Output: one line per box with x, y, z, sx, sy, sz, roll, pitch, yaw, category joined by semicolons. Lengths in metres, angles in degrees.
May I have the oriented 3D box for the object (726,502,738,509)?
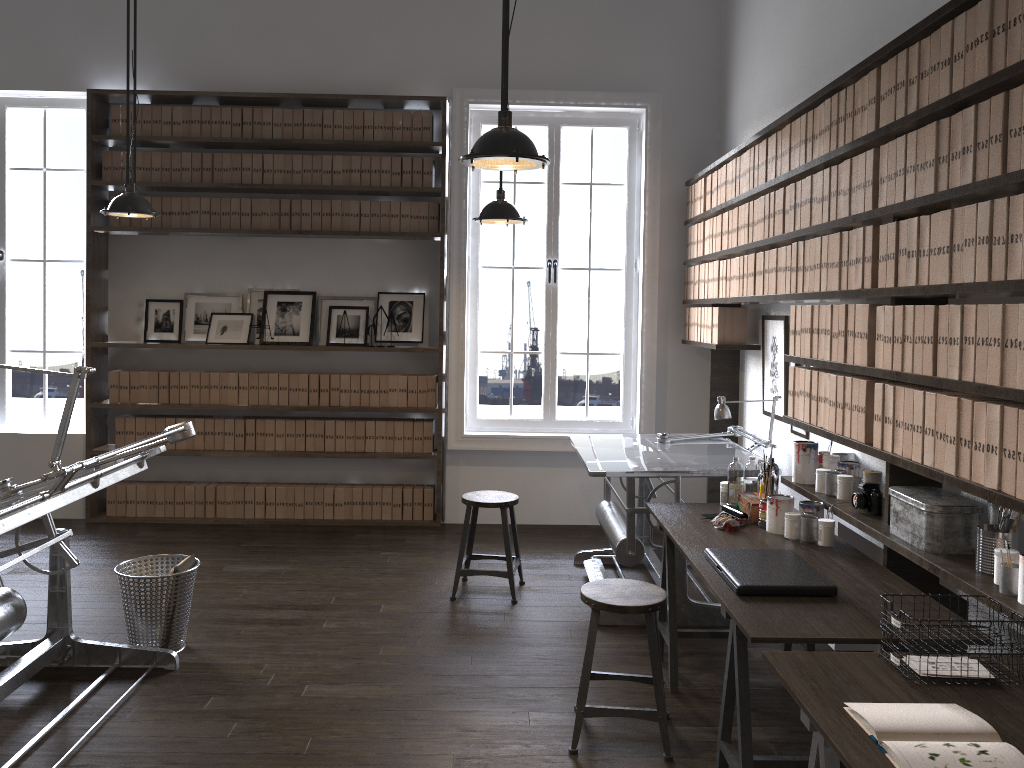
0.954;0.537;3.844;0.049;0.037;0.049;1;4;-5;object

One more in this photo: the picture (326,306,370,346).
-1.178;-0.415;6.360;0.289;0.290;0.127;1;2;-1;picture

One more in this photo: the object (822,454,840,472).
1.354;0.368;3.758;0.070;0.130;0.070;3;3;37;object

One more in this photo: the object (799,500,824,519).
1.173;0.529;3.472;0.094;0.128;0.095;1;3;3;object

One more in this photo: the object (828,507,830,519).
1.201;0.531;3.368;0.004;0.133;0.030;1;2;-6;object

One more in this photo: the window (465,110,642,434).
0.286;-0.779;6.314;1.244;2.306;0.153;1;2;-1;window

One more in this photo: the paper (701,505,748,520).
0.894;0.546;3.732;0.137;0.038;0.155;0;5;-16;paper

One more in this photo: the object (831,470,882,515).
1.342;0.418;3.408;0.236;0.161;0.107;-2;4;-35;object

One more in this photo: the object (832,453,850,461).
1.413;0.366;3.811;0.071;0.129;0.072;-1;3;-44;object

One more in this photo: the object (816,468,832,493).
1.283;0.399;3.648;0.062;0.094;0.062;0;3;-15;object

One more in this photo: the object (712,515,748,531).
0.875;0.553;3.600;0.132;0.050;0.197;3;5;28;object

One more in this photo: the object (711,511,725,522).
0.863;0.555;3.710;0.011;0.017;0.172;2;5;30;object

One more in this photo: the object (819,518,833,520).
1.202;0.559;3.392;0.054;0.080;0.054;1;3;0;object

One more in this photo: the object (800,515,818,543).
1.126;0.551;3.355;0.063;0.093;0.063;-1;4;-42;object

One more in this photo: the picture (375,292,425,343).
-0.804;-0.479;6.377;0.343;0.364;0.161;1;2;-1;picture

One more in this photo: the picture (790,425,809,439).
1.476;0.174;4.527;0.023;0.183;0.252;1;4;-1;picture

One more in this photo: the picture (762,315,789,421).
1.463;-0.095;4.927;0.040;0.574;0.416;1;3;-1;picture

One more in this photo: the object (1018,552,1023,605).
1.342;0.501;2.251;0.094;0.128;0.095;1;3;6;object

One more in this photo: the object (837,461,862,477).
1.394;0.387;3.663;0.094;0.128;0.095;3;3;29;object

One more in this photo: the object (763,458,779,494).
1.138;0.440;3.896;0.068;0.229;0.069;1;2;-4;object

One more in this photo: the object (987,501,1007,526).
1.452;0.445;2.627;0.079;0.188;0.079;0;2;-22;object

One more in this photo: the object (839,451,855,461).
1.463;0.361;3.869;0.070;0.130;0.070;-1;3;-44;object

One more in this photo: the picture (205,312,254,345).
-2.011;-0.392;6.310;0.300;0.229;0.145;1;3;-1;picture

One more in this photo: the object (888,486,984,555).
1.360;0.436;2.860;0.193;0.152;0.318;1;4;-2;object

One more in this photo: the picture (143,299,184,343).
-2.514;-0.454;6.394;0.267;0.315;0.058;1;2;-1;picture

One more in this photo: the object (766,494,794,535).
1.066;0.517;3.518;0.104;0.141;0.105;1;3;-9;object

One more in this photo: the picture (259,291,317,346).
-1.603;-0.472;6.342;0.373;0.391;0.149;1;2;-1;picture

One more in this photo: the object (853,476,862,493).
1.384;0.417;3.578;0.054;0.080;0.054;2;3;26;object

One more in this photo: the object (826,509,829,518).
1.196;0.530;3.375;0.005;0.117;0.036;1;2;-7;object

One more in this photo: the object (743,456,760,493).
1.054;0.435;3.894;0.068;0.237;0.069;1;2;-4;object

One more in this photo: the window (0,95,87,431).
-3.679;-0.843;6.361;1.482;2.493;0.153;1;2;-1;window

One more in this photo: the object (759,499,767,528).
1.025;0.525;3.584;0.049;0.111;0.050;1;2;-5;object

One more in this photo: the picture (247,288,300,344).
-1.729;-0.485;6.392;0.369;0.405;0.091;1;2;-1;picture

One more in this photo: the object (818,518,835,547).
1.175;0.555;3.309;0.062;0.094;0.062;-1;3;-42;object

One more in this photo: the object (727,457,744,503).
0.982;0.438;3.893;0.068;0.229;0.069;1;2;-4;object

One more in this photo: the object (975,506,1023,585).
1.378;0.407;2.483;0.156;0.271;0.182;0;3;-17;object

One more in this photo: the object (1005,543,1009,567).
1.319;0.489;2.355;0.004;0.127;0.028;1;2;-3;object

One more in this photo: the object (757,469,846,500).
1.195;0.419;3.665;0.345;0.146;0.077;3;3;21;object

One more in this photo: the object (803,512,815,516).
1.143;0.546;3.410;0.044;0.101;0.045;1;2;-1;object

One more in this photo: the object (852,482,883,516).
1.314;0.420;3.298;0.091;0.108;0.171;1;4;-1;object

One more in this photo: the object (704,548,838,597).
0.838;0.615;2.918;0.312;0.033;0.447;1;5;-1;object

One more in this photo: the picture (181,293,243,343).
-2.159;-0.471;6.381;0.415;0.365;0.083;1;2;-1;picture

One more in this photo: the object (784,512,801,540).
1.081;0.545;3.409;0.062;0.094;0.062;3;3;39;object

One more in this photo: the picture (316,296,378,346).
-1.190;-0.452;6.400;0.434;0.360;0.095;1;2;-1;picture

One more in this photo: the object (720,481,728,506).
0.967;0.493;3.964;0.068;0.104;0.068;1;3;3;object

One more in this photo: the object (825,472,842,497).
1.299;0.405;3.579;0.063;0.093;0.063;0;3;-15;object

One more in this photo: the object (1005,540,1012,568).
1.324;0.482;2.351;0.008;0.125;0.041;1;2;-12;object

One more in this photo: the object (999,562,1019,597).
1.379;0.513;2.323;0.181;0.093;0.062;2;3;13;object

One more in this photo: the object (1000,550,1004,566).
1.304;0.494;2.348;0.004;0.103;0.035;1;2;-5;object

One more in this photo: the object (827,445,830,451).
1.384;0.340;3.912;0.040;0.142;0.005;1;2;-11;object

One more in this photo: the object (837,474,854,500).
1.322;0.411;3.516;0.062;0.094;0.062;0;3;-15;object

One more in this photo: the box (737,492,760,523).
1.047;0.521;3.750;0.137;0.083;0.212;1;4;-1;box

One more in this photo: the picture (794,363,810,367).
1.483;-0.118;4.508;0.022;0.284;0.202;1;3;-2;picture

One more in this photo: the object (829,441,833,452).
1.387;0.330;3.889;0.041;0.162;0.005;1;2;-9;object

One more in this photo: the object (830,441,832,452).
1.395;0.331;3.895;0.033;0.184;0.005;1;2;-8;object

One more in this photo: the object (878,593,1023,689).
1.064;0.619;2.147;0.284;0.160;0.204;1;4;-1;object

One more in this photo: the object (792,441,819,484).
1.278;0.341;3.860;0.107;0.176;0.107;1;2;1;object
